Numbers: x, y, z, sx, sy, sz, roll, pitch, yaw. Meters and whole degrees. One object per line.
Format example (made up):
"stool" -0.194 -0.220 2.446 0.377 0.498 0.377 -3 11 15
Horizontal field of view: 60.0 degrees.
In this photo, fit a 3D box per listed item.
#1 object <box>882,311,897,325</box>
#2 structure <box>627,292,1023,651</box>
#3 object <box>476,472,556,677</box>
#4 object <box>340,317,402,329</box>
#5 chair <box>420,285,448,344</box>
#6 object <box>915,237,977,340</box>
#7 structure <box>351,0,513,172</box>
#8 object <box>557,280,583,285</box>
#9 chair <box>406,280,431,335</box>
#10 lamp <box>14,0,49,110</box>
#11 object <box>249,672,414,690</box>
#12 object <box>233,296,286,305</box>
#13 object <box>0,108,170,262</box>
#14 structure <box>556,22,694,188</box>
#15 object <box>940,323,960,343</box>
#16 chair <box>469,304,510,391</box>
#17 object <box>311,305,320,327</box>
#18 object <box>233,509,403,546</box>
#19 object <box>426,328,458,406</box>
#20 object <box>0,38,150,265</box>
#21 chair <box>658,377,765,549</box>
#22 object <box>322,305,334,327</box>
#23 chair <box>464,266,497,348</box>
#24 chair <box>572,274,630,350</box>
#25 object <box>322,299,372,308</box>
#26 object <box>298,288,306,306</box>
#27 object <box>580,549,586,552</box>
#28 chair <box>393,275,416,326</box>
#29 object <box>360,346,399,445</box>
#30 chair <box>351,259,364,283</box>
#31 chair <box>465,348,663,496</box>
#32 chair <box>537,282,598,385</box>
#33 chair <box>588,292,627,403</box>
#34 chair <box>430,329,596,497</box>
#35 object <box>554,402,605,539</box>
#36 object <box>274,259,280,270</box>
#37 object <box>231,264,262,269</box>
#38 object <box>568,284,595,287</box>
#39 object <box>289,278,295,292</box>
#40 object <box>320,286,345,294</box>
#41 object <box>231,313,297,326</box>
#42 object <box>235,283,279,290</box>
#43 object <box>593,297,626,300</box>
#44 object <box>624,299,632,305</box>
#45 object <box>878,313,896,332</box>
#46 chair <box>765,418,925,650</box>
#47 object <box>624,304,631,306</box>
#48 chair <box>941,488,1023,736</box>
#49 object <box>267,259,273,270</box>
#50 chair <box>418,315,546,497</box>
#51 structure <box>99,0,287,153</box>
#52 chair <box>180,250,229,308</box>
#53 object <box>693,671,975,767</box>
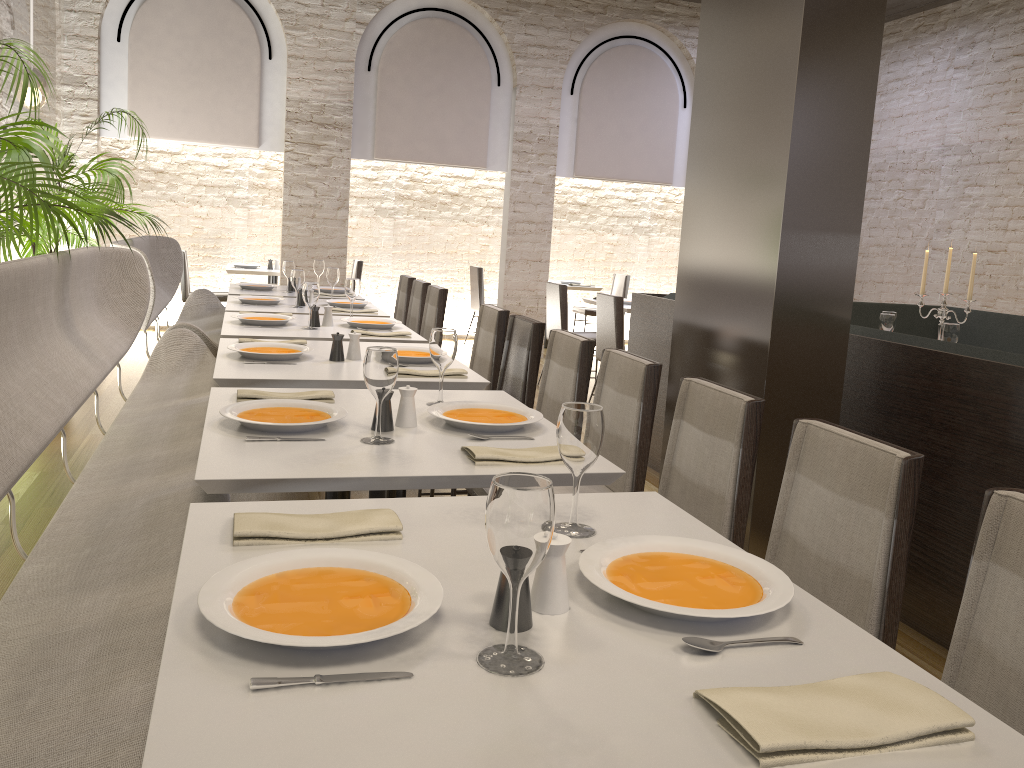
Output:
"object" 2.139 -0.297 5.052 0.086 0.229 0.086 11 10 42
"structure" 3.388 0.885 0.748 2.371 0.995 10.812 1 10 -17
"object" 0.005 0.229 1.083 0.086 0.229 0.087 8 9 30
"object" -0.735 -0.313 4.618 0.322 0.036 0.323 7 10 20
"chair" -0.756 -0.210 5.941 0.565 0.901 0.414 1 8 -17
"object" 2.247 -0.431 4.605 0.131 0.653 0.392 3 8 -7
"structure" -0.771 -3.044 8.889 1.633 1.666 0.098 1 8 -17
"object" 0.687 -1.184 10.358 0.322 0.036 0.323 7 10 18
"chair" -0.918 -0.310 6.472 0.565 0.901 0.414 1 8 -17
"lamp" -2.711 -2.590 5.001 0.178 2.030 0.178 -2 9 -38
"object" -0.205 0.337 1.018 0.185 0.010 0.017 1 9 -17
"object" -1.568 -0.517 5.507 0.322 0.036 0.323 7 10 20
"object" -2.928 -0.852 5.763 1.146 1.964 1.194 -2 10 -36
"structure" 1.254 -3.016 9.514 1.633 1.666 0.098 1 8 -17
"object" 2.165 -0.185 4.395 0.086 0.229 0.087 6 8 18
"chair" -0.349 0.041 4.605 0.565 0.901 0.414 1 8 -17
"object" -0.994 -0.344 4.464 0.059 0.109 0.060 6 8 18
"object" -0.335 0.240 1.522 0.273 0.033 0.143 1 10 -17
"object" -0.210 -0.050 2.664 0.087 0.229 0.086 7 8 24
"object" -2.232 -0.414 3.425 1.190 1.964 1.149 7 8 23
"chair" 0.317 0.452 2.419 0.565 0.901 0.414 1 8 -17
"object" -0.940 -0.351 4.528 0.059 0.109 0.060 6 8 18
"chair" -0.202 -0.878 10.127 0.565 0.901 0.414 1 8 -17
"chair" 1.051 -0.860 10.514 0.565 0.901 0.414 1 8 -17
"object" -1.054 -0.510 5.663 0.322 0.036 0.323 7 10 20
"object" -1.312 -0.540 5.509 0.059 0.109 0.060 6 8 18
"object" 0.205 0.280 1.516 0.185 0.010 0.017 1 9 -17
"chair" -1.084 -0.413 7.019 0.565 0.901 0.414 1 8 -17
"object" -0.322 0.027 2.159 0.087 0.229 0.086 7 8 24
"chair" -1.925 -0.901 9.596 0.565 0.901 0.414 1 8 -17
"chair" 0.146 0.346 2.980 0.565 0.901 0.414 1 8 -17
"chair" 0.574 -0.398 7.578 0.565 0.901 0.414 1 8 -17
"chair" 0.902 -0.196 6.502 0.565 0.901 0.414 1 8 -17
"chair" -0.018 0.245 3.519 0.565 0.901 0.414 1 8 -17
"object" 0.118 0.152 1.588 0.086 0.229 0.086 2 8 -11
"object" -2.480 -1.263 9.354 0.059 0.109 0.060 2 8 -15
"object" -2.790 -1.232 9.287 0.322 0.036 0.323 7 10 18
"object" 0.789 -1.113 10.017 0.273 0.033 0.143 1 10 -17
"object" -1.641 -0.743 6.590 0.059 0.109 0.060 6 8 18
"object" -1.383 -0.713 6.744 0.322 0.036 0.323 7 10 20
"object" -1.249 -0.321 4.462 0.322 0.036 0.323 7 10 20
"object" -1.897 -0.720 6.587 0.322 0.036 0.323 7 10 20
"object" 0.880 -0.760 7.952 0.273 0.033 0.143 1 10 -17
"object" 0.962 -0.706 7.623 0.322 0.036 0.323 9 11 28
"object" 2.034 -0.266 4.825 0.086 0.229 0.087 6 8 18
"chair" 0.480 0.552 1.885 0.565 0.901 0.414 1 8 -17
"object" 1.010 -0.664 7.448 0.185 0.010 0.017 1 9 -17
"chair" 0.642 0.652 1.353 0.565 0.901 0.414 1 8 -17
"object" -2.534 -1.256 9.290 0.059 0.109 0.060 2 8 -15
"chair" -0.188 0.140 4.077 0.565 0.901 0.414 1 8 -17
"structure" -2.931 -3.074 8.223 1.633 1.666 0.098 1 8 -17
"chair" -3.179 -0.919 9.209 0.565 0.901 0.414 1 8 -17
"object" 0.363 0.373 1.008 0.273 0.033 0.143 1 10 -17
